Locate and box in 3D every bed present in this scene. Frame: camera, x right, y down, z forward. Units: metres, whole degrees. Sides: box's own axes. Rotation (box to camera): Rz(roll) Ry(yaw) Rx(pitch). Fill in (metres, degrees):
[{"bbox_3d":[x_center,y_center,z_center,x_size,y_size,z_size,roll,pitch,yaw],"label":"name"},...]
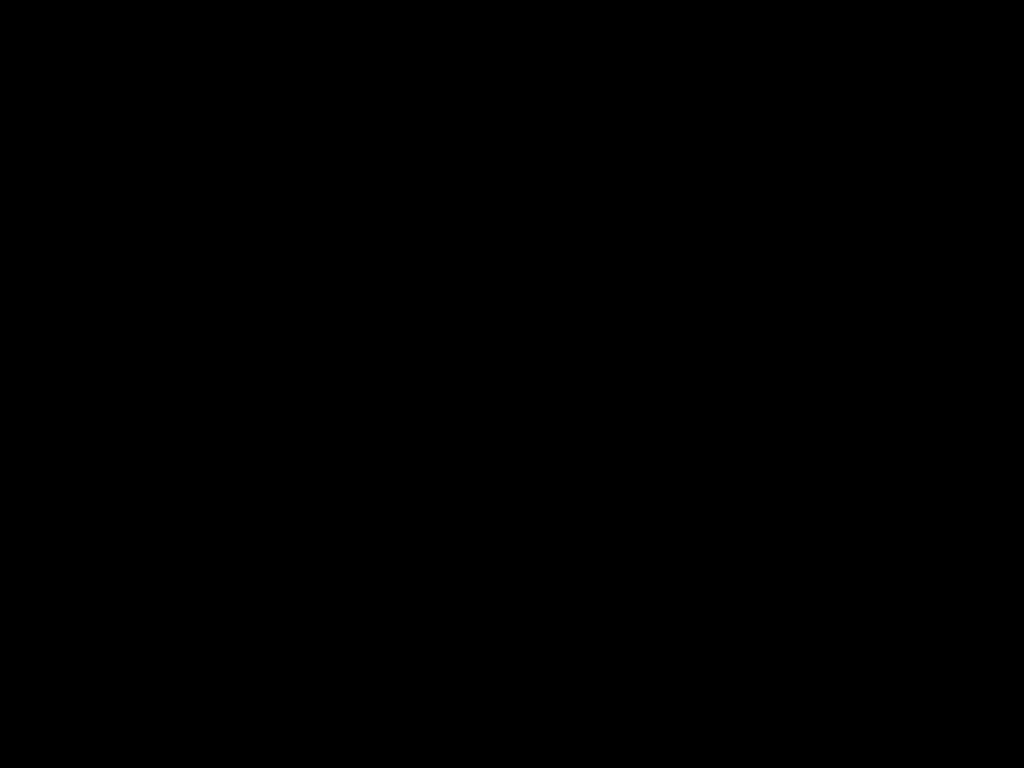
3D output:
[{"bbox_3d":[-0.663,-0.439,1.209,3.009,0.994,2.087,14,-1,22],"label":"bed"}]
